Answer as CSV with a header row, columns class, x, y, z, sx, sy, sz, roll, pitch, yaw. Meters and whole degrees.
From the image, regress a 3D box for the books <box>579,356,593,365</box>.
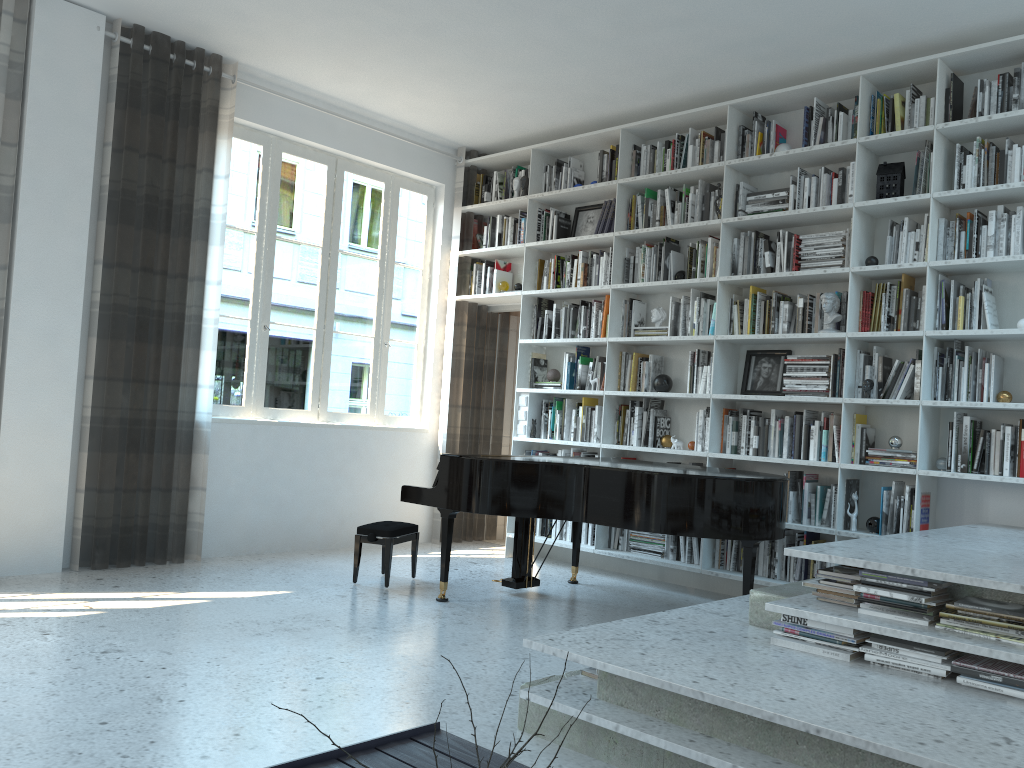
class,x,y,z,sx,sy,sz,roll,pitch,yaw
books,0.546,-0.069,6.487,0.011,0.250,0.172,2,-3,44

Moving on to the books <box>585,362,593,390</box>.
class,x,y,z,sx,sy,sz,roll,pitch,yaw
books,0.604,-0.048,6.458,0.056,0.214,0.143,2,-3,44

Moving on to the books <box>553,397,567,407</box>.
class,x,y,z,sx,sy,sz,roll,pitch,yaw
books,0.354,0.260,6.649,0.006,0.315,0.145,2,-2,44

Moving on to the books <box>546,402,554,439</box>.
class,x,y,z,sx,sy,sz,roll,pitch,yaw
books,0.325,0.277,6.671,0.008,0.279,0.164,2,-2,44

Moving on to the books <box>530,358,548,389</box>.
class,x,y,z,sx,sy,sz,roll,pitch,yaw
books,0.205,-0.073,6.824,0.028,0.243,0.156,2,-2,44

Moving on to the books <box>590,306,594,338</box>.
class,x,y,z,sx,sy,sz,roll,pitch,yaw
books,0.625,-0.433,6.474,0.011,0.251,0.139,2,-2,44

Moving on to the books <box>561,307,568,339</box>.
class,x,y,z,sx,sy,sz,roll,pitch,yaw
books,0.439,-0.437,6.619,0.021,0.247,0.189,2,-3,44

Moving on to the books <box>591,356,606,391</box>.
class,x,y,z,sx,sy,sz,roll,pitch,yaw
books,0.647,-0.068,6.399,0.060,0.255,0.158,2,-3,44

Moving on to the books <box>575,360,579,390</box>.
class,x,y,z,sx,sy,sz,roll,pitch,yaw
books,0.531,-0.058,6.535,0.030,0.231,0.148,2,-2,44

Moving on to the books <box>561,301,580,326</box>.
class,x,y,z,sx,sy,sz,roll,pitch,yaw
books,0.435,-0.460,6.636,0.011,0.293,0.183,2,-2,44

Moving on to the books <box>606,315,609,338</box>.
class,x,y,z,sx,sy,sz,roll,pitch,yaw
books,0.733,-0.397,6.358,0.030,0.183,0.152,2,-3,44

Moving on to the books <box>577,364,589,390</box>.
class,x,y,z,sx,sy,sz,roll,pitch,yaw
books,0.550,-0.039,6.463,0.029,0.190,0.189,2,-3,44

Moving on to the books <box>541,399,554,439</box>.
class,x,y,z,sx,sy,sz,roll,pitch,yaw
books,0.287,0.269,6.717,0.014,0.294,0.171,2,-2,44

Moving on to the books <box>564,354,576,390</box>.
class,x,y,z,sx,sy,sz,roll,pitch,yaw
books,0.449,-0.082,6.590,0.024,0.273,0.150,2,-2,44

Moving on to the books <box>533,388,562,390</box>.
class,x,y,z,sx,sy,sz,roll,pitch,yaw
books,0.318,0.045,6.710,0.159,0.012,0.285,6,-3,-43

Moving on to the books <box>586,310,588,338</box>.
class,x,y,z,sx,sy,sz,roll,pitch,yaw
books,0.596,-0.422,6.493,0.013,0.227,0.151,2,-2,44

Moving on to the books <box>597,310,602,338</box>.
class,x,y,z,sx,sy,sz,roll,pitch,yaw
books,0.675,-0.416,6.424,0.021,0.220,0.148,2,-2,44

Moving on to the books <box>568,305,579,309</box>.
class,x,y,z,sx,sy,sz,roll,pitch,yaw
books,0.464,-0.447,6.621,0.011,0.271,0.158,2,-2,44

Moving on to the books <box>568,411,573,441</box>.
class,x,y,z,sx,sy,sz,roll,pitch,yaw
books,0.484,0.307,6.543,0.045,0.230,0.138,2,-2,44

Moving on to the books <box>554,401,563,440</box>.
class,x,y,z,sx,sy,sz,roll,pitch,yaw
books,0.381,0.274,6.599,0.007,0.286,0.182,2,-2,44

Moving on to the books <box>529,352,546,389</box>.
class,x,y,z,sx,sy,sz,roll,pitch,yaw
books,0.199,-0.094,6.846,0.012,0.285,0.159,2,-2,44

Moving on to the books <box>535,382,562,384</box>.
class,x,y,z,sx,sy,sz,roll,pitch,yaw
books,0.324,-0.003,6.714,0.254,0.012,0.161,1,-3,45

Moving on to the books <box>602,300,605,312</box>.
class,x,y,z,sx,sy,sz,roll,pitch,yaw
books,0.693,-0.452,6.417,0.015,0.292,0.144,2,-2,44

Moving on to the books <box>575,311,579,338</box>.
class,x,y,z,sx,sy,sz,roll,pitch,yaw
books,0.532,-0.438,6.568,0.048,0.256,0.141,2,-2,44

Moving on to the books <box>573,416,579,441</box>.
class,x,y,z,sx,sy,sz,roll,pitch,yaw
books,0.520,0.330,6.469,0.029,0.181,0.190,2,-3,44

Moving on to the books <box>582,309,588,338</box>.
class,x,y,z,sx,sy,sz,roll,pitch,yaw
books,0.578,-0.424,6.494,0.013,0.229,0.177,2,-3,44

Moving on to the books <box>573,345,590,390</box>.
class,x,y,z,sx,sy,sz,roll,pitch,yaw
books,0.516,-0.111,6.546,0.011,0.336,0.153,2,-2,44

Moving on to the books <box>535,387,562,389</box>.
class,x,y,z,sx,sy,sz,roll,pitch,yaw
books,0.322,0.033,6.713,0.254,0.012,0.161,1,-3,45

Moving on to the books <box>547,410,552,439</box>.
class,x,y,z,sx,sy,sz,roll,pitch,yaw
books,0.337,0.308,6.648,0.015,0.217,0.180,2,-3,44

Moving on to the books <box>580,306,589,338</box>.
class,x,y,z,sx,sy,sz,roll,pitch,yaw
books,0.561,-0.437,6.530,0.021,0.256,0.156,2,-2,44

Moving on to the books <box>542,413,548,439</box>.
class,x,y,z,sx,sy,sz,roll,pitch,yaw
books,0.298,0.320,6.664,0.019,0.189,0.193,2,-3,44

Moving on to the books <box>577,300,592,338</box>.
class,x,y,z,sx,sy,sz,roll,pitch,yaw
books,0.543,-0.460,6.535,0.013,0.299,0.152,2,-2,44

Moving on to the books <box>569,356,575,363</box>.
class,x,y,z,sx,sy,sz,roll,pitch,yaw
books,0.474,-0.072,6.576,0.031,0.255,0.143,2,-2,44

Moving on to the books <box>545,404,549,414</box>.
class,x,y,z,sx,sy,sz,roll,pitch,yaw
books,0.302,0.284,6.686,0.007,0.264,0.177,2,-2,44

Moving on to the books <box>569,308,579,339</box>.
class,x,y,z,sx,sy,sz,roll,pitch,yaw
books,0.494,-0.433,6.579,0.023,0.242,0.184,2,-3,44

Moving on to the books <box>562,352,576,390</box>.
class,x,y,z,sx,sy,sz,roll,pitch,yaw
books,0.437,-0.088,6.603,0.012,0.285,0.159,2,-2,44

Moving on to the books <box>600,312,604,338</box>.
class,x,y,z,sx,sy,sz,roll,pitch,yaw
books,0.690,-0.408,6.395,0.013,0.203,0.161,2,-3,44

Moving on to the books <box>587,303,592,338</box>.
class,x,y,z,sx,sy,sz,roll,pitch,yaw
books,0.603,-0.445,6.482,0.012,0.272,0.145,2,-2,44

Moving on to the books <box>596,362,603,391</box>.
class,x,y,z,sx,sy,sz,roll,pitch,yaw
books,0.674,-0.044,6.362,0.030,0.207,0.172,2,-3,44

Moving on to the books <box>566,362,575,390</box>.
class,x,y,z,sx,sy,sz,roll,pitch,yaw
books,0.474,-0.050,6.533,0.029,0.208,0.189,2,-3,44

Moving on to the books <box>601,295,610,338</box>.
class,x,y,z,sx,sy,sz,roll,pitch,yaw
books,0.712,-0.468,6.381,0.035,0.325,0.170,2,-2,44

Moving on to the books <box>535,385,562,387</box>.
class,x,y,z,sx,sy,sz,roll,pitch,yaw
books,0.320,0.021,6.711,0.254,0.012,0.161,2,-3,41

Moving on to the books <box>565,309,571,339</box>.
class,x,y,z,sx,sy,sz,roll,pitch,yaw
books,0.464,-0.431,6.596,0.024,0.237,0.167,2,-3,44

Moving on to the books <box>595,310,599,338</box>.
class,x,y,z,sx,sy,sz,roll,pitch,yaw
books,0.660,-0.415,6.433,0.012,0.217,0.160,2,-3,44

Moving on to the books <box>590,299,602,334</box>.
class,x,y,z,sx,sy,sz,roll,pitch,yaw
books,0.623,-0.459,6.486,0.011,0.304,0.130,2,-2,44

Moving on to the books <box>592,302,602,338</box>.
class,x,y,z,sx,sy,sz,roll,pitch,yaw
books,0.642,-0.445,6.433,0.015,0.275,0.157,2,-2,44

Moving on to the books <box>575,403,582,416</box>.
class,x,y,z,sx,sy,sz,roll,pitch,yaw
books,0.514,0.281,6.492,0.014,0.282,0.150,2,-2,44

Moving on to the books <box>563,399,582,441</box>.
class,x,y,z,sx,sy,sz,roll,pitch,yaw
books,0.453,0.267,6.551,0.012,0.306,0.189,2,-2,44

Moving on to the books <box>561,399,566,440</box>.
class,x,y,z,sx,sy,sz,roll,pitch,yaw
books,0.434,0.269,6.553,0.019,0.300,0.180,2,-2,44

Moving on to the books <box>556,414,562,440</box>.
class,x,y,z,sx,sy,sz,roll,pitch,yaw
books,0.399,0.324,6.580,0.016,0.189,0.183,2,-3,44

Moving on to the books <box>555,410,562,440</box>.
class,x,y,z,sx,sy,sz,roll,pitch,yaw
books,0.391,0.309,6.595,0.015,0.219,0.190,2,-3,44

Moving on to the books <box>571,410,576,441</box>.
class,x,y,z,sx,sy,sz,roll,pitch,yaw
books,0.498,0.306,6.506,0.027,0.230,0.159,2,-3,44

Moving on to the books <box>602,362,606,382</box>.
class,x,y,z,sx,sy,sz,roll,pitch,yaw
books,0.701,-0.044,6.349,0.027,0.209,0.144,2,-3,44

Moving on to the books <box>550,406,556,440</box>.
class,x,y,z,sx,sy,sz,roll,pitch,yaw
books,0.357,0.295,6.621,0.009,0.244,0.184,2,-3,44

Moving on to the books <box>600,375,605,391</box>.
class,x,y,z,sx,sy,sz,roll,pitch,yaw
books,0.733,-0.079,6.272,0.082,0.276,0.228,2,-3,44

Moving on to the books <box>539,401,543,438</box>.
class,x,y,z,sx,sy,sz,roll,pitch,yaw
books,0.273,0.274,6.742,0.008,0.285,0.159,2,-2,44

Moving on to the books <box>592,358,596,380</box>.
class,x,y,z,sx,sy,sz,roll,pitch,yaw
books,0.630,-0.061,6.435,0.013,0.241,0.141,2,-2,44

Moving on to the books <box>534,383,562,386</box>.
class,x,y,z,sx,sy,sz,roll,pitch,yaw
books,0.319,0.009,6.709,0.159,0.012,0.285,6,-3,-42
